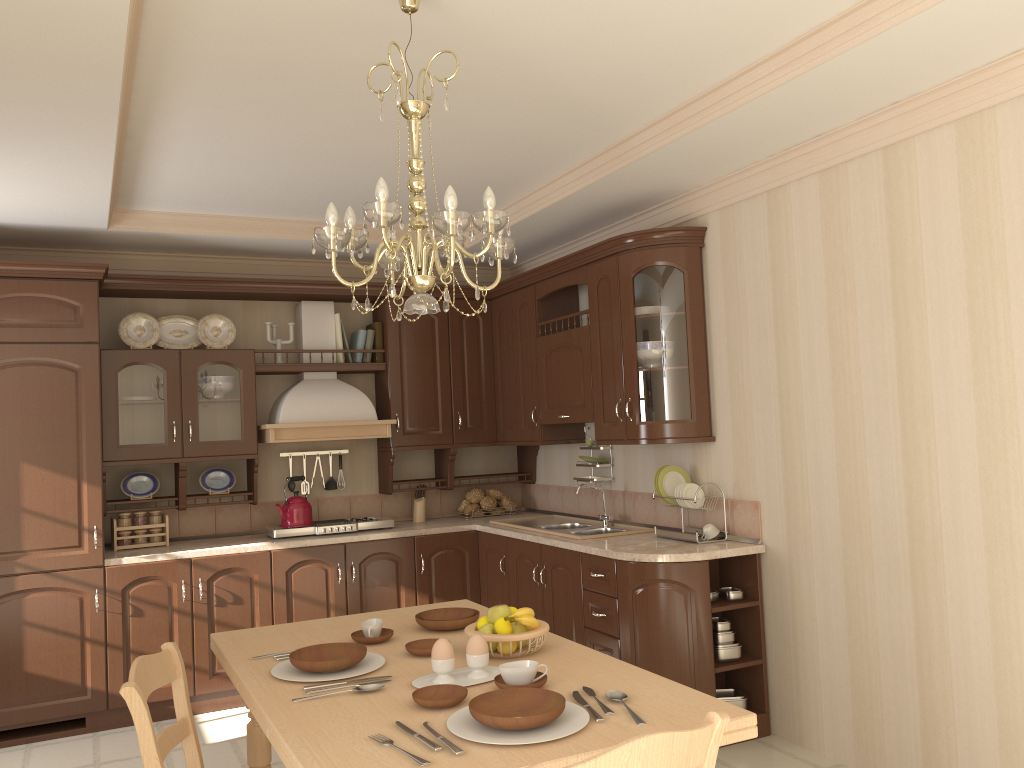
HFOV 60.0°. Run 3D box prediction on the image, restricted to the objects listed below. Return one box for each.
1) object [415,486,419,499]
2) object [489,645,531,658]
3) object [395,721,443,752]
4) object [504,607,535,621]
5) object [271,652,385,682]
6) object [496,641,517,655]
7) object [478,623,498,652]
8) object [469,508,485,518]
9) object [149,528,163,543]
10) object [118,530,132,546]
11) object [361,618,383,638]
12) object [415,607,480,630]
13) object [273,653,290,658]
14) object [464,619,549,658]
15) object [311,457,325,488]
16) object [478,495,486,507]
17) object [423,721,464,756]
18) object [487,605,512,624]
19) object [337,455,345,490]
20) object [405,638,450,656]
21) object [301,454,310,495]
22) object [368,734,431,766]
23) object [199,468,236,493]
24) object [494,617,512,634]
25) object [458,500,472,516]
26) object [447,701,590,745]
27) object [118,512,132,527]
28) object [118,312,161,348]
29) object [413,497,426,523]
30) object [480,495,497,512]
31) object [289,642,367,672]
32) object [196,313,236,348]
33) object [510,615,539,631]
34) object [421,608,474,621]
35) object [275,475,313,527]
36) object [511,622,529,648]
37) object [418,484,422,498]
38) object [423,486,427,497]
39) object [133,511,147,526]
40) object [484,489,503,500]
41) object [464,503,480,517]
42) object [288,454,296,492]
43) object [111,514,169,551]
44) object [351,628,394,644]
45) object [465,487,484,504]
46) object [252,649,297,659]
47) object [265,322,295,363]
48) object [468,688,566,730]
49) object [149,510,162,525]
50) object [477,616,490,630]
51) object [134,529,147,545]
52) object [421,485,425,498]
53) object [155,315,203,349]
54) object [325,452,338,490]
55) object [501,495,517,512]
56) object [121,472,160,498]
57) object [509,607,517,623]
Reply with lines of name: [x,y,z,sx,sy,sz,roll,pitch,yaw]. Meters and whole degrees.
object: [-0.604,0.745,5.616,0.053,0.198,0.027,0,-4,-42]
object: [-0.012,0.736,2.451,0.128,0.011,0.128,-3,-3,15]
object: [-0.195,0.713,1.801,0.018,0.008,0.212,-1,-3,-31]
object: [0.030,0.650,2.441,0.066,0.085,0.184,-3,-3,12]
object: [-0.488,0.754,2.364,0.299,0.009,0.299,-1,-3,-27]
object: [-0.014,0.706,2.388,0.055,0.046,0.046,-3,-3,7]
object: [-0.061,0.694,2.426,0.072,0.076,0.074,-5,-4,39]
object: [-0.228,0.830,5.717,0.119,0.058,0.114,-4,-3,29]
object: [-1.971,0.839,4.905,0.068,0.088,0.068,-2,-3,-10]
object: [-2.106,0.841,4.826,0.068,0.088,0.068,-2,-3,-10]
object: [-0.417,0.740,2.645,0.063,0.055,0.119,-3,-3,3]
object: [-0.203,0.747,2.800,0.204,0.042,0.204,-3,-3,13]
object: [-0.580,0.769,2.552,0.212,0.008,0.018,-1,-3,-26]
object: [-0.013,0.705,2.453,0.235,0.068,0.235,-4,-3,21]
object: [-1.197,0.543,5.452,0.089,0.195,0.005,-1,-3,-26]
object: [-0.209,0.767,5.795,0.110,0.092,0.113,-4,-3,26]
object: [-0.142,0.710,1.785,0.022,0.008,0.218,-1,-3,-23]
object: [-0.035,0.644,2.462,0.068,0.061,0.069,-2,-3,-9]
object: [-1.064,0.550,5.515,0.049,0.219,0.049,-5,-4,42]
object: [-0.235,0.740,2.481,0.127,0.026,0.126,-4,-3,29]
object: [-1.266,0.552,5.419,0.051,0.245,0.003,-1,-3,-26]
object: [-0.221,0.712,1.731,0.028,0.004,0.218,0,-4,-36]
object: [-1.692,0.552,5.098,0.202,0.143,0.071,-1,-3,-28]
object: [-0.023,0.659,2.400,0.045,0.053,0.051,0,-4,-37]
object: [-0.299,0.797,5.739,0.092,0.109,0.123,-4,-3,32]
object: [0.013,0.705,1.858,0.299,0.009,0.299,-5,-4,43]
object: [-2.110,0.741,4.832,0.068,0.088,0.068,-2,-3,-10]
object: [-2.063,-0.298,4.916,0.220,0.210,0.068,-1,-3,-28]
object: [-0.581,0.795,5.618,0.078,0.148,0.151,-3,-3,12]
object: [-0.153,0.768,5.709,0.110,0.102,0.115,-3,-3,3]
object: [-0.489,0.735,2.366,0.204,0.042,0.204,-1,-3,-26]
object: [-1.698,-0.306,5.093,0.220,0.210,0.068,-1,-3,-28]
object: [0.043,0.667,2.424,0.064,0.094,0.176,-3,-3,11]
object: [-0.202,0.743,2.799,0.168,0.034,0.168,-2,-3,-15]
object: [-1.234,0.668,5.056,0.181,0.282,0.227,-2,-3,-3]
object: [0.012,0.692,2.443,0.076,0.065,0.077,-5,-4,41]
object: [-0.592,0.735,5.644,0.027,0.191,0.052,-4,-3,20]
object: [-0.564,0.730,5.659,0.022,0.159,0.050,-5,-4,34]
object: [-2.043,0.740,4.871,0.068,0.088,0.068,-2,-3,-10]
object: [-0.121,0.722,5.800,0.112,0.078,0.125,-1,-3,-31]
object: [-0.256,0.810,5.681,0.104,0.092,0.114,-4,-3,21]
object: [-1.340,0.541,5.381,0.048,0.231,0.015,-1,-3,-24]
object: [-2.042,0.812,4.867,0.276,0.170,0.140,-1,-3,-30]
object: [-0.417,0.757,2.651,0.126,0.026,0.127,-3,-3,1]
object: [-0.239,0.722,5.724,0.118,0.105,0.100,-1,-3,-31]
object: [-0.644,0.774,2.566,0.218,0.004,0.028,0,-4,-36]
object: [-1.399,-0.238,5.265,0.174,0.248,0.163,-4,-3,27]
object: [0.012,0.687,1.858,0.204,0.042,0.204,-5,-4,34]
object: [-1.975,0.739,4.910,0.068,0.088,0.068,-2,-3,-10]
object: [-0.076,0.674,2.482,0.045,0.047,0.055,-3,-3,6]
object: [-2.038,0.840,4.866,0.068,0.088,0.068,-2,-3,-10]
object: [-0.568,0.738,5.621,0.053,0.198,0.027,0,-4,-42]
object: [-1.904,-0.296,5.056,0.342,0.209,0.073,-1,-3,-25]
object: [-1.125,0.541,5.501,0.088,0.236,0.028,-1,-3,-26]
object: [-0.022,0.778,5.771,0.097,0.106,0.117,-4,-3,20]
object: [-2.062,0.560,4.921,0.202,0.143,0.071,-1,-3,-28]
object: [-0.006,0.653,2.507,0.054,0.046,0.047,-3,-3,16]
